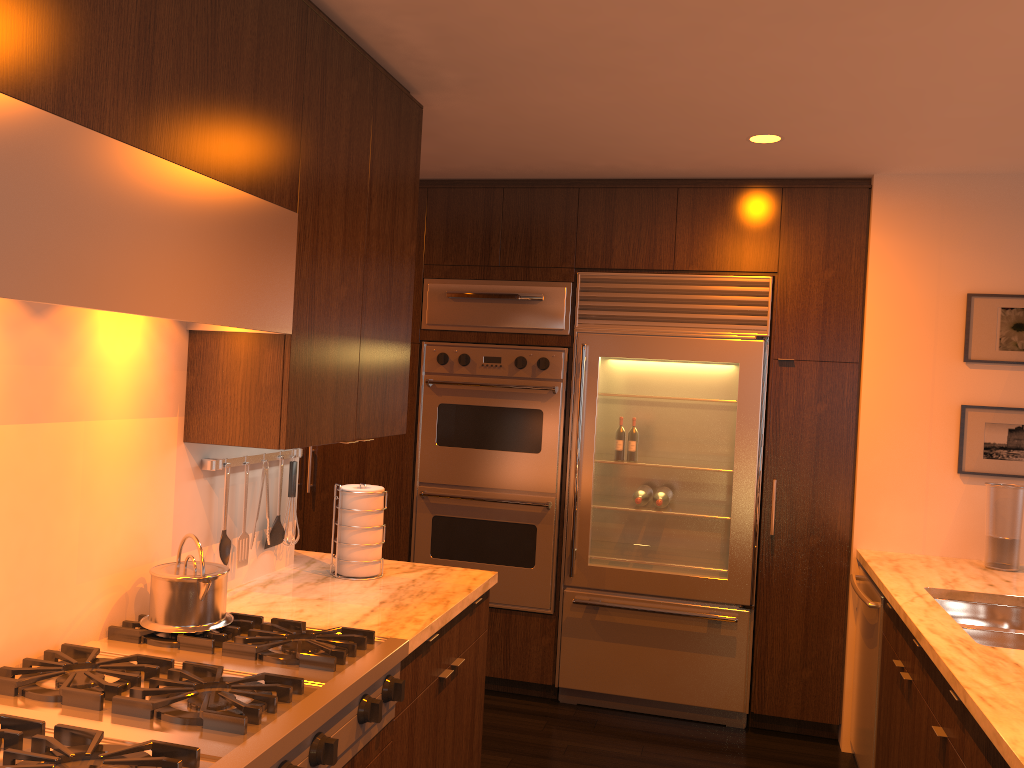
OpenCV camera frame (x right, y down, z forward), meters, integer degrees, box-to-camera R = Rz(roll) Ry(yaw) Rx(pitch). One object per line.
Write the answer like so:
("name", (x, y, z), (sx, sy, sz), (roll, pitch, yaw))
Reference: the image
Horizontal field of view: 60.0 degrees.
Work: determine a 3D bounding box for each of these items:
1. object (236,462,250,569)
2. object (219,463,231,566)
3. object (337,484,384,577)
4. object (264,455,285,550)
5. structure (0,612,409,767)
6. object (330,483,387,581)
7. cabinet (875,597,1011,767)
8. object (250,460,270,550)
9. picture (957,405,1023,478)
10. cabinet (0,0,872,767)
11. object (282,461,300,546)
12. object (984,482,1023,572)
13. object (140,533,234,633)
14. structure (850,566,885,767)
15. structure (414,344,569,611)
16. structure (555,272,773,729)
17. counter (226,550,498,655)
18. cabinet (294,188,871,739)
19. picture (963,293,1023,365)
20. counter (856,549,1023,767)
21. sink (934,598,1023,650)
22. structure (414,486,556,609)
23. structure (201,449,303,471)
("object", (-0.799, 0.390, 2.648), (0.004, 0.314, 0.066), (3, 0, 14))
("object", (-0.821, 0.374, 2.544), (0.020, 0.296, 0.061), (3, 0, 13))
("object", (-0.503, 0.484, 2.942), (0.149, 0.286, 0.144), (3, 0, -4))
("object", (-0.762, 0.380, 2.854), (0.036, 0.303, 0.112), (3, 0, 14))
("structure", (-0.766, 0.613, 1.812), (0.824, 0.422, 1.067), (3, 0, 14))
("object", (-0.512, 0.481, 2.938), (0.160, 0.304, 0.168), (3, 0, -32))
("cabinet", (1.808, 1.238, 2.502), (1.281, 0.876, 2.713), (3, 0, 14))
("object", (-0.773, 0.372, 2.743), (0.008, 0.271, 0.114), (3, 0, 14))
("picture", (2.187, 0.253, 3.798), (0.496, 0.300, 0.012), (3, 0, 14))
("cabinet", (0.999, 0.135, 1.977), (7.728, 2.997, 5.521), (3, 0, 14))
("object", (-0.728, 0.396, 2.926), (0.063, 0.281, 0.063), (3, 0, -8))
("object", (2.036, 0.591, 3.671), (0.159, 0.349, 0.159), (3, 0, -12))
("object", (-0.803, 0.482, 2.209), (0.221, 0.218, 0.221), (3, 0, -1))
("structure", (1.698, 1.241, 3.594), (0.627, 0.844, 0.598), (3, 0, 14))
("structure", (-0.054, 0.458, 4.715), (0.743, 1.294, 0.687), (3, 0, 14))
("structure", (0.772, 0.543, 4.482), (0.915, 2.129, 0.687), (3, 0, 14))
("counter", (-0.408, 0.668, 1.330), (3.187, 0.038, 3.616), (3, 0, 14))
("cabinet", (-0.269, 0.279, 4.783), (3.924, 2.540, 0.690), (3, 0, 14))
("picture", (2.211, -0.232, 3.796), (0.493, 0.298, 0.012), (3, 0, 14))
("counter", (1.832, 0.781, 2.500), (1.280, 0.038, 2.711), (3, 0, 14))
("sink", (1.600, 0.873, 2.818), (0.457, 0.176, 0.813), (3, 0, 14))
("structure", (-0.149, 0.811, 4.415), (0.710, 0.544, 0.064), (3, 0, 14))
("structure", (-0.775, 0.229, 2.730), (0.048, 0.031, 0.541), (3, 0, 18))
